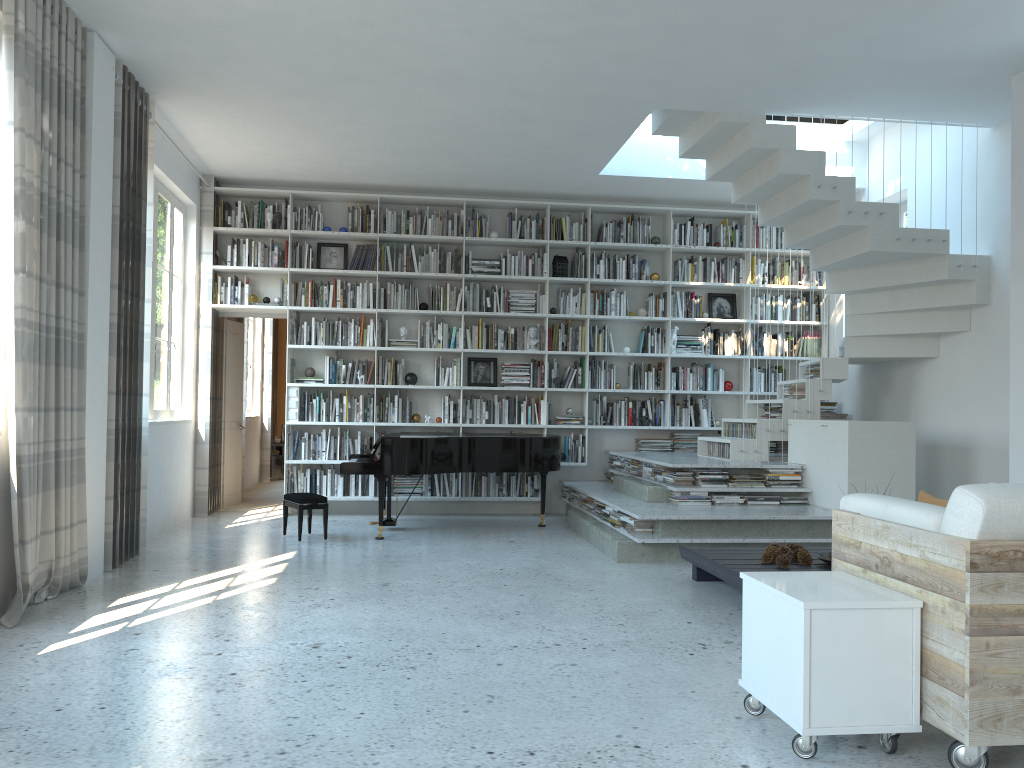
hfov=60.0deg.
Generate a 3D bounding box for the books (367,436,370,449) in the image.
[{"bbox_3d":[-1.420,0.634,8.775,0.026,0.236,0.140,1,-1,-7],"label":"books"}]

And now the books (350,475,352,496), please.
[{"bbox_3d":[-1.584,0.986,8.738,0.022,0.224,0.141,1,-1,-7],"label":"books"}]

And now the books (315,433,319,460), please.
[{"bbox_3d":[-1.912,0.613,8.689,0.013,0.257,0.189,1,-1,-7],"label":"books"}]

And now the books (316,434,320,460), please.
[{"bbox_3d":[-1.901,0.615,8.686,0.010,0.252,0.177,1,-1,-7],"label":"books"}]

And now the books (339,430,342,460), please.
[{"bbox_3d":[-1.689,0.598,8.724,0.012,0.295,0.176,1,-1,-7],"label":"books"}]

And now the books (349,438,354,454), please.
[{"bbox_3d":[-1.579,0.640,8.743,0.059,0.216,0.177,1,-1,-7],"label":"books"}]

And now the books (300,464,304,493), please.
[{"bbox_3d":[-2.058,0.930,8.681,0.011,0.318,0.157,1,-1,-7],"label":"books"}]

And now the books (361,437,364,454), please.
[{"bbox_3d":[-1.472,0.638,8.775,0.030,0.227,0.140,1,-1,-7],"label":"books"}]

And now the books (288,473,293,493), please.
[{"bbox_3d":[-2.166,0.979,8.675,0.023,0.216,0.158,1,-1,-7],"label":"books"}]

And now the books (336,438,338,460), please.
[{"bbox_3d":[-1.717,0.641,8.733,0.013,0.209,0.154,1,-1,-7],"label":"books"}]

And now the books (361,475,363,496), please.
[{"bbox_3d":[-1.477,0.948,8.740,0.012,0.303,0.165,1,-1,-7],"label":"books"}]

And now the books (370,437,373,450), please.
[{"bbox_3d":[-1.391,0.637,8.769,0.030,0.230,0.151,1,-1,-7],"label":"books"}]

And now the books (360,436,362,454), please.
[{"bbox_3d":[-1.488,0.630,8.738,0.011,0.239,0.174,1,-1,-7],"label":"books"}]

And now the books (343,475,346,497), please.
[{"bbox_3d":[-1.640,0.975,8.714,0.023,0.244,0.188,1,-1,-7],"label":"books"}]

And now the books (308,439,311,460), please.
[{"bbox_3d":[-1.984,0.641,8.707,0.025,0.200,0.137,1,-1,-7],"label":"books"}]

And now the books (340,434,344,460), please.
[{"bbox_3d":[-1.671,0.620,8.744,0.029,0.254,0.153,1,-1,-7],"label":"books"}]

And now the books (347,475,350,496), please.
[{"bbox_3d":[-1.608,0.991,8.747,0.024,0.214,0.137,1,-1,-7],"label":"books"}]

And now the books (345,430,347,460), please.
[{"bbox_3d":[-1.631,0.602,8.740,0.022,0.290,0.137,1,-1,-7],"label":"books"}]

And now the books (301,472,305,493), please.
[{"bbox_3d":[-2.042,0.976,8.677,0.022,0.226,0.154,1,-1,-7],"label":"books"}]

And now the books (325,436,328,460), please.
[{"bbox_3d":[-1.826,0.628,8.723,0.012,0.232,0.148,1,-1,-7],"label":"books"}]

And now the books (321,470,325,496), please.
[{"bbox_3d":[-1.859,0.970,8.715,0.022,0.246,0.135,1,-1,-7],"label":"books"}]

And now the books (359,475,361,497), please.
[{"bbox_3d":[-1.494,0.952,8.740,0.021,0.295,0.188,1,-1,-7],"label":"books"}]

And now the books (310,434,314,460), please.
[{"bbox_3d":[-1.961,0.618,8.715,0.022,0.248,0.133,1,-1,-7],"label":"books"}]

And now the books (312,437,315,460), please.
[{"bbox_3d":[-1.933,0.630,8.684,0.028,0.223,0.189,1,-1,-7],"label":"books"}]

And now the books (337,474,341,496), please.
[{"bbox_3d":[-1.698,0.993,8.713,0.028,0.206,0.171,1,-1,-7],"label":"books"}]

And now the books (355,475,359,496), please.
[{"bbox_3d":[-1.528,0.968,8.766,0.040,0.264,0.137,1,-1,-7],"label":"books"}]

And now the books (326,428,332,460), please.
[{"bbox_3d":[-1.798,0.590,8.706,0.039,0.307,0.172,1,-1,-7],"label":"books"}]

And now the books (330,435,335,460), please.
[{"bbox_3d":[-1.767,0.626,8.731,0.031,0.238,0.132,1,-1,-7],"label":"books"}]

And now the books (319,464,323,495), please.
[{"bbox_3d":[-1.874,0.942,8.693,0.013,0.300,0.183,1,-1,-7],"label":"books"}]

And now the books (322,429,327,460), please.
[{"bbox_3d":[-1.844,0.594,8.718,0.027,0.299,0.142,1,-1,-7],"label":"books"}]

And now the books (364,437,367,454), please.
[{"bbox_3d":[-1.440,0.636,8.736,0.023,0.228,0.190,1,-1,-7],"label":"books"}]

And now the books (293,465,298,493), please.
[{"bbox_3d":[-2.109,0.941,8.671,0.044,0.293,0.181,1,-1,-7],"label":"books"}]

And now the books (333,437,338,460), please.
[{"bbox_3d":[-1.737,0.633,8.731,0.028,0.225,0.134,1,-1,-7],"label":"books"}]

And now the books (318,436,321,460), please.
[{"bbox_3d":[-1.884,0.628,8.701,0.028,0.229,0.157,1,-1,-7],"label":"books"}]

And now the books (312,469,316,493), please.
[{"bbox_3d":[-1.943,0.965,8.703,0.022,0.252,0.139,1,-1,-7],"label":"books"}]

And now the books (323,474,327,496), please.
[{"bbox_3d":[-1.831,0.992,8.693,0.030,0.201,0.168,1,-1,-7],"label":"books"}]

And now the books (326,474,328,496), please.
[{"bbox_3d":[-1.813,0.989,8.726,0.014,0.211,0.146,1,-1,-7],"label":"books"}]

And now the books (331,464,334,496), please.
[{"bbox_3d":[-1.766,0.943,8.725,0.014,0.304,0.139,1,-1,-7],"label":"books"}]

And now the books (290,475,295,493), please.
[{"bbox_3d":[-2.137,0.992,8.651,0.029,0.190,0.176,1,-1,-7],"label":"books"}]

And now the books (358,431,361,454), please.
[{"bbox_3d":[-1.508,0.606,8.762,0.025,0.288,0.130,1,-1,-7],"label":"books"}]

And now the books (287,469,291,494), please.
[{"bbox_3d":[-2.183,0.960,8.673,0.012,0.254,0.161,1,-1,-7],"label":"books"}]

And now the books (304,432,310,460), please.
[{"bbox_3d":[-2.008,0.607,8.683,0.029,0.266,0.171,1,-1,-7],"label":"books"}]

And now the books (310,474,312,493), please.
[{"bbox_3d":[-1.965,0.988,8.696,0.022,0.205,0.158,1,-1,-7],"label":"books"}]

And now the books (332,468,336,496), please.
[{"bbox_3d":[-1.745,0.962,8.709,0.025,0.266,0.159,1,-1,-7],"label":"books"}]

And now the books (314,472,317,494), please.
[{"bbox_3d":[-1.920,0.981,8.696,0.022,0.221,0.163,1,-1,-7],"label":"books"}]

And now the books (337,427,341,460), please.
[{"bbox_3d":[-1.700,0.583,8.715,0.014,0.325,0.170,1,-1,-7],"label":"books"}]

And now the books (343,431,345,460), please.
[{"bbox_3d":[-1.650,0.605,8.750,0.013,0.284,0.139,1,-1,-7],"label":"books"}]

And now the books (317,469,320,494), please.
[{"bbox_3d":[-1.896,0.964,8.704,0.027,0.256,0.160,1,-1,-7],"label":"books"}]

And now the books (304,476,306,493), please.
[{"bbox_3d":[-2.022,0.997,8.686,0.022,0.186,0.145,1,-1,-7],"label":"books"}]

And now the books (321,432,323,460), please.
[{"bbox_3d":[-1.865,0.606,8.723,0.013,0.273,0.146,1,-1,-7],"label":"books"}]

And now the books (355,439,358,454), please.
[{"bbox_3d":[-1.537,0.648,8.767,0.030,0.203,0.142,1,-1,-7],"label":"books"}]

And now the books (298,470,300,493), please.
[{"bbox_3d":[-2.076,0.966,8.681,0.024,0.246,0.143,1,-1,-7],"label":"books"}]

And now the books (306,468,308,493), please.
[{"bbox_3d":[-2.002,0.959,8.670,0.013,0.261,0.174,1,-1,-7],"label":"books"}]

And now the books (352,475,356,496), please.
[{"bbox_3d":[-1.559,0.971,8.739,0.027,0.256,0.179,1,-1,-7],"label":"books"}]

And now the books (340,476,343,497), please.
[{"bbox_3d":[-1.668,1.002,8.710,0.031,0.188,0.190,1,-1,-7],"label":"books"}]

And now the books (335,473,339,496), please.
[{"bbox_3d":[-1.723,0.986,8.711,0.021,0.218,0.190,1,-1,-7],"label":"books"}]

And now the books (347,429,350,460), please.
[{"bbox_3d":[-1.613,0.597,8.737,0.013,0.301,0.172,1,-1,-7],"label":"books"}]

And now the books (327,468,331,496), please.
[{"bbox_3d":[-1.787,0.961,8.703,0.031,0.266,0.186,1,-1,-7],"label":"books"}]

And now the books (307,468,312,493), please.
[{"bbox_3d":[-1.984,0.957,8.678,0.023,0.266,0.177,1,-1,-7],"label":"books"}]
